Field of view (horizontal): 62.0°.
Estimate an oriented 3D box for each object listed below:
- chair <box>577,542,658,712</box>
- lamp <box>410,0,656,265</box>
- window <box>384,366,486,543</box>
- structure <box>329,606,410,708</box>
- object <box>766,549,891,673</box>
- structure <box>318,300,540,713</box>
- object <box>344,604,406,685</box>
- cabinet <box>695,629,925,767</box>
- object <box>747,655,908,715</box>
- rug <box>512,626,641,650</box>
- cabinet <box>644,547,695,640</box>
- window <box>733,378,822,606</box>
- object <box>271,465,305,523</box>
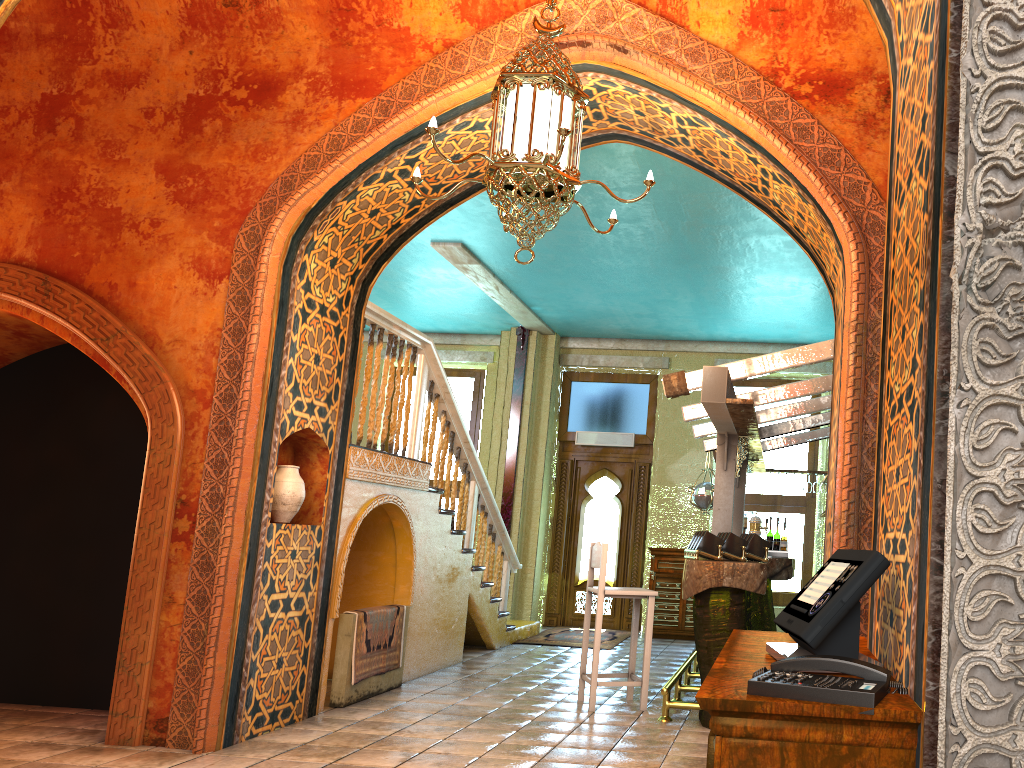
[{"bbox_3d":[0.892,2.001,7.110,0.529,1.329,0.476,6,-7,-13],"label":"chair"},{"bbox_3d":[0.169,-1.768,4.444,1.247,2.353,1.172,3,-8,12],"label":"lamp"},{"bbox_3d":[-1.328,1.424,13.309,1.495,3.402,0.091,4,-7,5],"label":"window"},{"bbox_3d":[-1.135,2.188,6.943,0.104,0.685,1.063,2,-9,18],"label":"structure"},{"bbox_3d":[0.877,0.623,2.398,0.252,0.316,0.463,3,-9,5],"label":"object"},{"bbox_3d":[-1.228,1.409,9.257,1.720,3.127,6.167,2,-9,17],"label":"structure"},{"bbox_3d":[-1.124,2.099,6.937,0.144,0.552,0.927,2,-9,17],"label":"object"},{"bbox_3d":[0.800,1.316,2.416,0.472,1.048,1.568,2,-9,17],"label":"cabinet"},{"bbox_3d":[0.709,0.668,1.932,0.366,0.086,0.356,-2,-11,26],"label":"object"},{"bbox_3d":[0.954,3.487,11.781,1.260,0.039,2.515,0,-10,15],"label":"rug"},{"bbox_3d":[2.513,3.049,12.345,1.085,1.297,0.637,3,-7,8],"label":"cabinet"},{"bbox_3d":[3.844,1.602,12.882,1.495,3.402,0.091,4,-7,5],"label":"window"},{"bbox_3d":[-1.540,0.746,5.780,0.229,0.382,0.277,0,-9,29],"label":"object"}]
